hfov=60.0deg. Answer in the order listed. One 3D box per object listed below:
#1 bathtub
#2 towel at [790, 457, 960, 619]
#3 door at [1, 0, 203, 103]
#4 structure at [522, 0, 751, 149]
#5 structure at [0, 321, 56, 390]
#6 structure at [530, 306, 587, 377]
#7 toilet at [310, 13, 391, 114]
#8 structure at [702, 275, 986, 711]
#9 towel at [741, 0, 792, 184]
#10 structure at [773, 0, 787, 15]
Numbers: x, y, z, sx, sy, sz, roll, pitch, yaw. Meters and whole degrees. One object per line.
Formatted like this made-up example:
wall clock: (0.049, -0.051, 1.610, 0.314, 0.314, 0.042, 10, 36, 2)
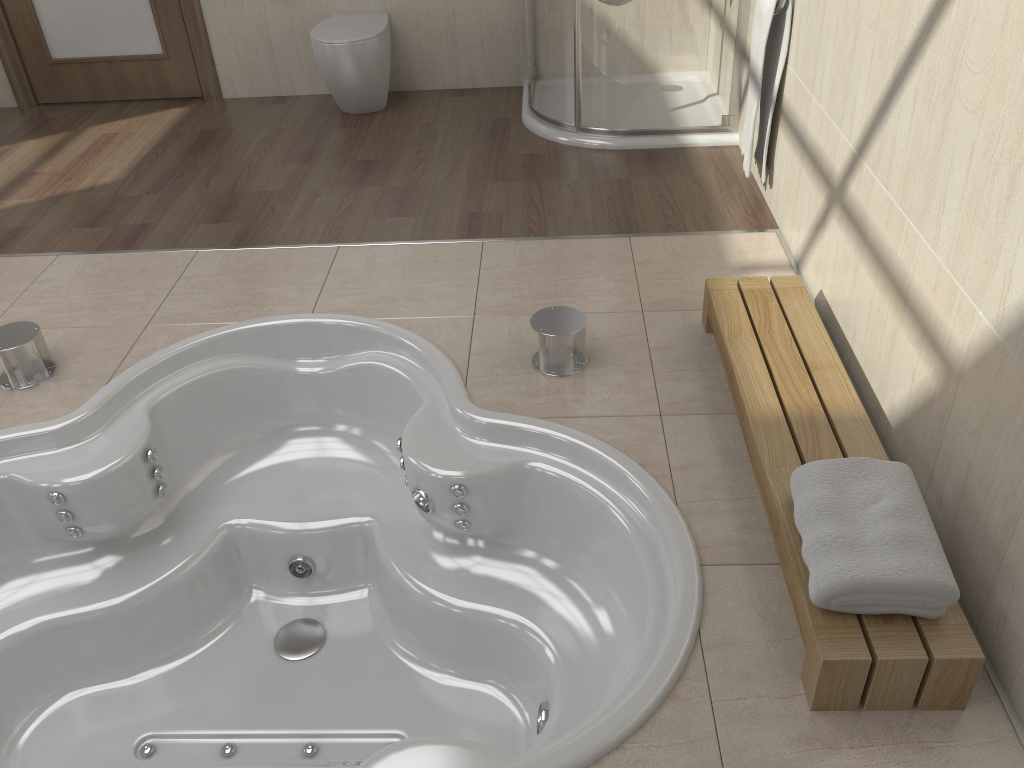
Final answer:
bathtub: (-0.625, 0.650, 2.043, 1.751, 0.674, 1.754, -31, 44, -33)
towel: (0.638, 0.265, 1.605, 0.233, 0.099, 0.331, 1, 36, 7)
door: (-2.056, -2.280, 3.956, 0.861, 2.026, 0.102, -3, 36, 1)
structure: (0.446, -2.012, 3.479, 0.900, 1.917, 0.900, -1, 36, 3)
structure: (-1.371, -0.080, 2.469, 0.150, 0.131, 0.150, -23, 40, -25)
structure: (0.126, -0.115, 2.391, 0.150, 0.131, 0.150, -7, 36, -5)
toilet: (-0.724, -1.473, 4.145, 0.337, 0.388, 0.519, -1, 36, 3)
structure: (0.657, 0.130, 1.997, 0.260, 0.140, 1.280, -1, 36, 3)
towel: (0.849, -1.022, 3.004, 0.083, 0.635, 0.280, -1, 36, 3)
structure: (0.852, -1.337, 2.786, 0.051, 0.332, 0.291, -1, 36, 3)
